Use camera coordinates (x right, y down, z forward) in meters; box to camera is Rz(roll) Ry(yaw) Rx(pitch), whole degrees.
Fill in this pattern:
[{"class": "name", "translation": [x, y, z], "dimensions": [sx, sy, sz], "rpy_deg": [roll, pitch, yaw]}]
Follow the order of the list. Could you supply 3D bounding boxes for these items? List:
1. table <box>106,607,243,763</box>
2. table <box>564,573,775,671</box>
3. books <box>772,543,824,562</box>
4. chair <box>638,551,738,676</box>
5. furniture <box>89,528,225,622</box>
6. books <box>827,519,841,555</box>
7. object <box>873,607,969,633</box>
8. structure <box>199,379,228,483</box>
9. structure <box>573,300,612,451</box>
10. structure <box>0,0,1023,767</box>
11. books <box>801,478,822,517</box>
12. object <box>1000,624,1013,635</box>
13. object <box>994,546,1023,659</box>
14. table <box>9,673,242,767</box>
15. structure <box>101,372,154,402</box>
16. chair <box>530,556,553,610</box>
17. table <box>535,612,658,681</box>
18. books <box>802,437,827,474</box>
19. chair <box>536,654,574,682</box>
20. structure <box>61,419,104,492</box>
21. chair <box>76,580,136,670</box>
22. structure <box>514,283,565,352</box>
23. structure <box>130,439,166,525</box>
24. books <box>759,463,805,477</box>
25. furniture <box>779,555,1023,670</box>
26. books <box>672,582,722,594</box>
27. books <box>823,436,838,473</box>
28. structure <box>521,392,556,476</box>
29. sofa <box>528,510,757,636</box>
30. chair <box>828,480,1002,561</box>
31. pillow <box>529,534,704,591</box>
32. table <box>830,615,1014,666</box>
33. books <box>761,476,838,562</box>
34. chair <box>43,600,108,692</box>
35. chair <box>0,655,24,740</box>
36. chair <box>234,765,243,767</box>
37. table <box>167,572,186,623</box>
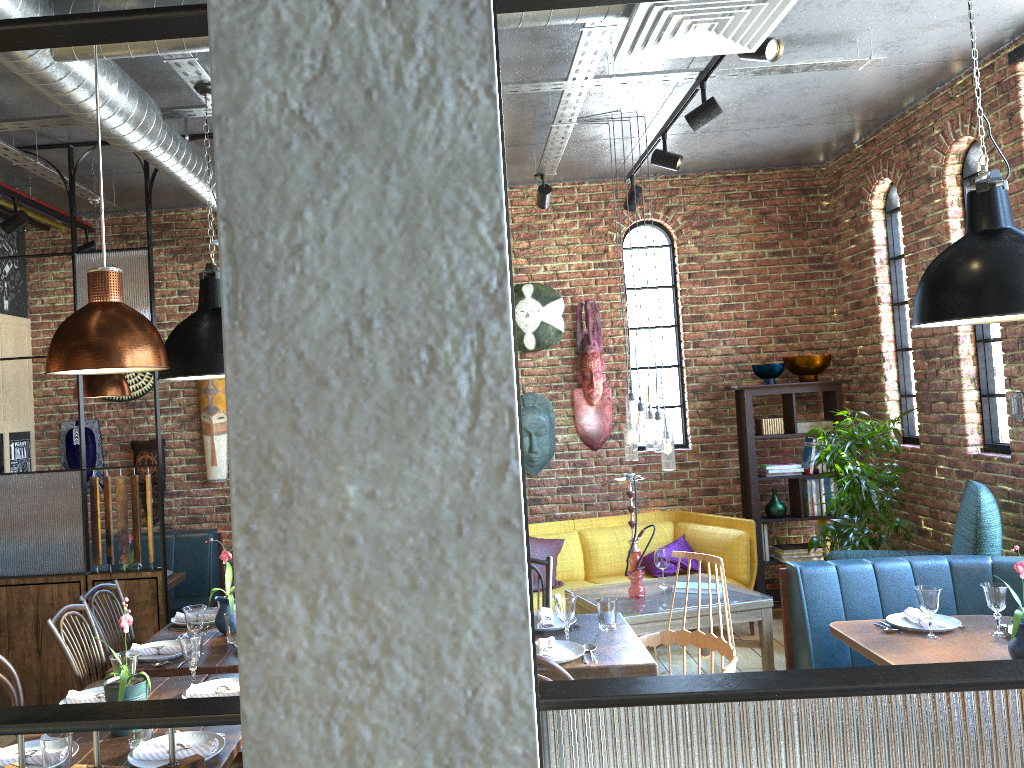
[{"class": "table", "translation": [-1.221, 1.465, 3.909], "dimensions": [0.728, 0.728, 1.029], "rpy_deg": [-3, -1, -1]}, {"class": "table", "translation": [0.893, 1.463, 5.101], "dimensions": [0.915, 0.509, 0.766], "rpy_deg": [-3, -1, -15]}, {"class": "books", "translation": [2.066, 1.217, 6.366], "dimensions": [0.304, 0.088, 0.243], "rpy_deg": [-3, -1, 2]}, {"class": "chair", "translation": [0.667, 1.213, 3.538], "dimensions": [0.433, 1.007, 0.556], "rpy_deg": [-2, -2, -29]}, {"class": "furniture", "translation": [-2.883, 1.542, 6.033], "dimensions": [1.446, 0.823, 1.488], "rpy_deg": [-3, -1, 0]}, {"class": "books", "translation": [2.331, 1.110, 6.390], "dimensions": [0.084, 0.273, 0.189], "rpy_deg": [-4, -2, -2]}, {"class": "object", "translation": [1.660, 0.965, 3.599], "dimensions": [0.327, 0.051, 0.267], "rpy_deg": [-3, -1, 3]}, {"class": "structure", "translation": [-2.291, 0.193, 6.769], "dimensions": [0.232, 1.121, 0.093], "rpy_deg": [-4, -2, 2]}, {"class": "structure", "translation": [0.602, -0.059, 6.702], "dimensions": [0.216, 1.148, 0.237], "rpy_deg": [-1, -3, -45]}, {"class": "structure", "translation": [-2.354, 0.220, 2.850], "dimensions": [5.890, 3.330, 5.984], "rpy_deg": [-3, -1, -17]}, {"class": "books", "translation": [2.167, 0.817, 6.405], "dimensions": [0.085, 0.273, 0.172], "rpy_deg": [-4, -2, -2]}, {"class": "object", "translation": [2.031, 0.940, 3.358], "dimensions": [0.271, 0.051, 0.322], "rpy_deg": [-3, -1, 3]}, {"class": "object", "translation": [1.775, 0.762, 3.053], "dimensions": [0.140, 0.432, 0.211], "rpy_deg": [-4, -2, 17]}, {"class": "table", "translation": [-1.161, 1.447, 2.779], "dimensions": [0.728, 0.728, 1.029], "rpy_deg": [-3, -1, -1]}, {"class": "structure", "translation": [-3.043, -0.169, 6.833], "dimensions": [0.662, 0.620, 0.079], "rpy_deg": [-4, -2, 0]}, {"class": "chair", "translation": [0.079, 1.291, 4.027], "dimensions": [0.402, 0.916, 0.525], "rpy_deg": [-3, -2, -6]}, {"class": "table", "translation": [0.143, 1.379, 3.490], "dimensions": [0.752, 0.728, 0.749], "rpy_deg": [-4, -2, 0]}, {"class": "books", "translation": [2.192, 0.522, 6.427], "dimensions": [0.124, 0.258, 0.162], "rpy_deg": [-4, -2, -1]}, {"class": "chair", "translation": [0.091, 1.277, 2.933], "dimensions": [0.452, 0.922, 0.531], "rpy_deg": [-4, -2, 21]}, {"class": "structure", "translation": [-3.331, 0.560, 6.804], "dimensions": [0.325, 0.560, 0.114], "rpy_deg": [-4, -2, 2]}, {"class": "chair", "translation": [-1.700, 1.399, 4.144], "dimensions": [0.526, 0.916, 0.401], "rpy_deg": [-4, -2, 5]}, {"class": "structure", "translation": [0.139, -0.504, 6.688], "dimensions": [0.533, 0.521, 0.146], "rpy_deg": [-4, -2, 2]}, {"class": "structure", "translation": [-2.780, 0.754, 6.760], "dimensions": [0.261, 0.656, 0.159], "rpy_deg": [-4, -2, 1]}, {"class": "books", "translation": [1.961, 0.624, 6.414], "dimensions": [0.270, 0.080, 0.178], "rpy_deg": [-3, -1, 1]}, {"class": "furniture", "translation": [2.069, 1.208, 2.935], "dimensions": [1.366, 0.823, 2.608], "rpy_deg": [-3, -1, -2]}, {"class": "books", "translation": [1.081, 1.184, 5.115], "dimensions": [0.283, 0.028, 0.155], "rpy_deg": [-4, -1, 24]}, {"class": "books", "translation": [2.295, 0.515, 6.414], "dimensions": [0.080, 0.258, 0.177], "rpy_deg": [-4, -2, -2]}, {"class": "structure", "translation": [0.151, 0.379, 6.649], "dimensions": [0.369, 0.640, 0.103], "rpy_deg": [-4, -2, 3]}, {"class": "sofa", "translation": [0.599, 1.364, 6.068], "dimensions": [1.950, 0.764, 0.807], "rpy_deg": [-3, -2, -15]}, {"class": "chair", "translation": [2.059, 1.093, 4.758], "dimensions": [1.068, 1.099, 0.779], "rpy_deg": [-4, -2, 24]}, {"class": "pillow", "translation": [0.568, 1.166, 6.112], "dimensions": [1.471, 0.454, 0.406], "rpy_deg": [-3, -2, -10]}, {"class": "table", "translation": [1.801, 1.305, 2.951], "dimensions": [0.823, 0.661, 1.537], "rpy_deg": [-3, -1, -2]}, {"class": "books", "translation": [2.064, 0.975, 6.401], "dimensions": [0.587, 0.575, 0.190], "rpy_deg": [-4, -2, 0]}, {"class": "chair", "translation": [-1.630, 1.389, 3.726], "dimensions": [0.522, 0.916, 0.404], "rpy_deg": [-4, -2, 0]}, {"class": "chair", "translation": [-1.685, 1.384, 3.030], "dimensions": [0.565, 0.922, 0.426], "rpy_deg": [-4, -2, 17]}, {"class": "chair", "translation": [-0.755, 1.327, 2.956], "dimensions": [0.526, 0.916, 0.401], "rpy_deg": [-4, -2, 5]}, {"class": "table", "translation": [-2.616, 1.635, 5.795], "dimensions": [0.745, 0.604, 0.742], "rpy_deg": [-3, -1, 0]}]
